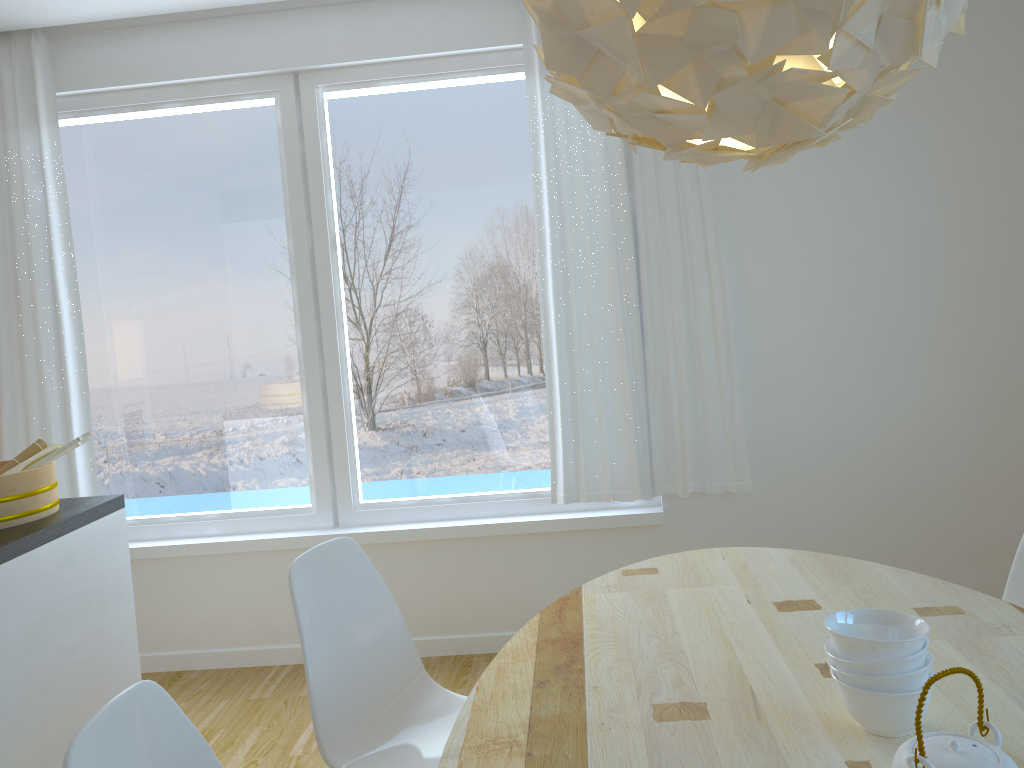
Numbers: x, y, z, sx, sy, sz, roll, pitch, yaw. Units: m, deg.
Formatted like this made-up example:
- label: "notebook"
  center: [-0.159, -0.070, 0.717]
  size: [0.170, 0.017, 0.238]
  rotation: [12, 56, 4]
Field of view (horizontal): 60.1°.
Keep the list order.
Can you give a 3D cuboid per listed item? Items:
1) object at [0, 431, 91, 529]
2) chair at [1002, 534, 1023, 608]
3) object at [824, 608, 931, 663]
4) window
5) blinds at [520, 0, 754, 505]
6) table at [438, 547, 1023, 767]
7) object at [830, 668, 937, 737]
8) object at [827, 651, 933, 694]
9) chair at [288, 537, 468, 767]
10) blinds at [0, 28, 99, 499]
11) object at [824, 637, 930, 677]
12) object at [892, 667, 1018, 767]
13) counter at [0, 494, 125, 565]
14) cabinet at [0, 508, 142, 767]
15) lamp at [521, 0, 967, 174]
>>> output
- label: "object"
  center: [-1.452, 0.268, 2.458]
  size: [0.378, 0.214, 0.432]
  rotation: [-2, 5, 32]
- label: "chair"
  center: [1.178, 0.696, 1.978]
  size: [0.524, 0.900, 0.430]
  rotation: [-6, 2, -21]
- label: "object"
  center: [0.563, 0.408, 1.361]
  size: [0.151, 0.087, 0.152]
  rotation: [-2, 5, 32]
- label: "window"
  center: [-0.819, -0.351, 3.757]
  size: [2.725, 1.915, 0.088]
  rotation: [-5, 1, 4]
- label: "blinds"
  center: [0.461, -0.616, 3.467]
  size: [0.794, 2.156, 0.150]
  rotation: [-5, 1, 4]
- label: "table"
  center: [0.507, 0.901, 1.285]
  size: [1.193, 0.723, 2.198]
  rotation: [-5, 5, 3]
- label: "object"
  center: [0.572, 0.483, 1.359]
  size: [0.152, 0.082, 0.152]
  rotation: [-1, 6, 43]
- label: "object"
  center: [0.567, 0.460, 1.361]
  size: [0.151, 0.093, 0.152]
  rotation: [-1, 6, 43]
- label: "chair"
  center: [-0.177, 0.811, 1.973]
  size: [0.522, 0.900, 0.431]
  rotation: [-4, 2, 24]
- label: "blinds"
  center: [-2.189, -0.409, 3.653]
  size: [0.794, 2.156, 0.150]
  rotation: [-5, 1, 4]
- label: "object"
  center: [0.562, 0.436, 1.361]
  size: [0.150, 0.095, 0.152]
  rotation: [-3, 4, 21]
- label: "object"
  center: [0.521, 0.449, 1.071]
  size: [0.177, 0.211, 0.147]
  rotation: [-5, 3, 4]
- label: "counter"
  center: [-1.547, 0.488, 1.491]
  size: [0.600, 0.040, 2.409]
  rotation: [-4, 5, 4]
- label: "cabinet"
  center: [-1.507, 0.960, 1.503]
  size: [0.600, 0.907, 2.409]
  rotation: [-5, 5, 4]
- label: "lamp"
  center: [0.301, -0.861, 1.254]
  size: [0.646, 1.133, 0.641]
  rotation: [-5, 2, 3]
